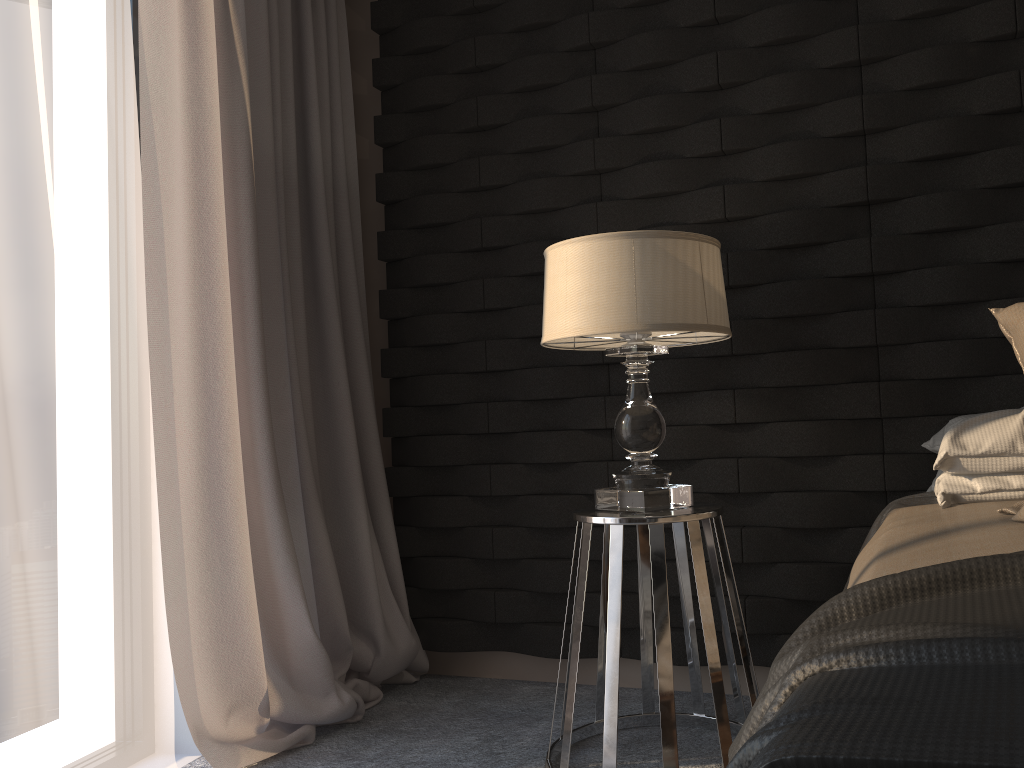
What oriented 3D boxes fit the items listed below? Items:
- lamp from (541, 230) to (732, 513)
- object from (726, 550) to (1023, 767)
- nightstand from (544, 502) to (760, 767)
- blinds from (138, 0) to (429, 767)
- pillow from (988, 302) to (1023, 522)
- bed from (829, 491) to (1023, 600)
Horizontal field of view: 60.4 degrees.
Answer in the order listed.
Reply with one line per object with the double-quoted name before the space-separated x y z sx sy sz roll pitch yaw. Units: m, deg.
"lamp" 0.307 -0.015 2.144 0.490 0.631 0.441 0 -4 -34
"object" 1.097 0.306 0.556 1.976 0.322 0.642 -3 -3 21
"nightstand" 0.340 0.601 2.104 0.522 0.603 0.579 -4 -4 36
"blinds" -0.602 -0.359 2.525 0.331 2.641 1.027 -3 -3 17
"pillow" 1.431 -0.048 1.382 1.207 0.518 0.936 -4 -3 24
"bed" 1.310 0.496 0.972 2.202 0.624 2.384 -4 -3 24
